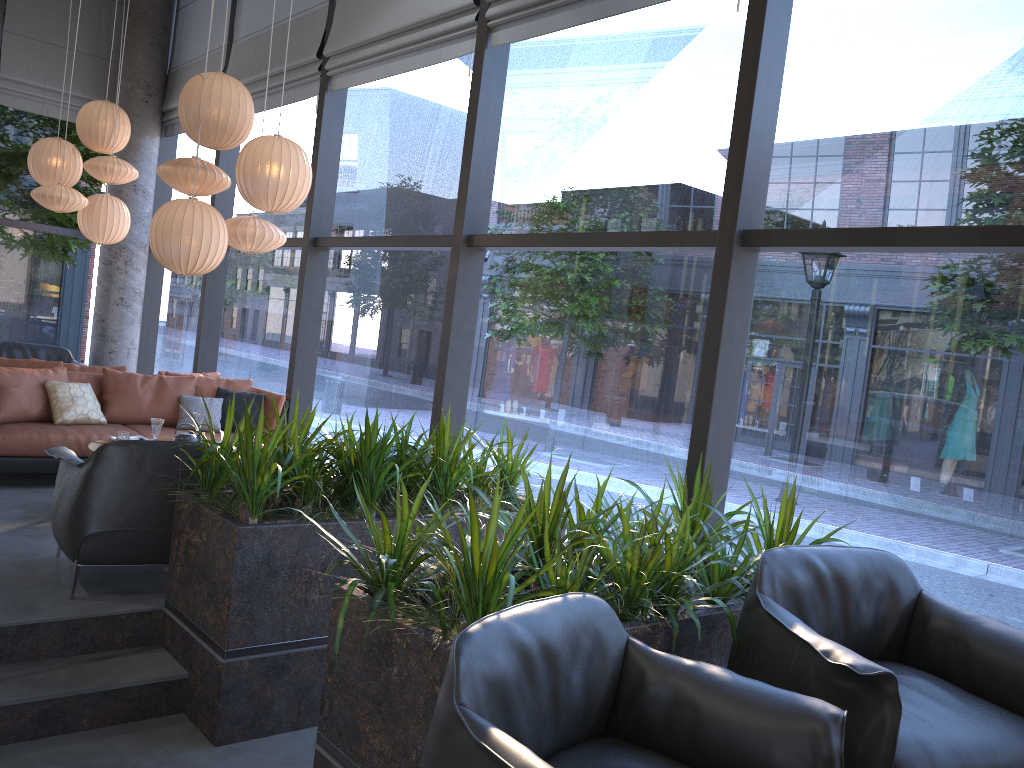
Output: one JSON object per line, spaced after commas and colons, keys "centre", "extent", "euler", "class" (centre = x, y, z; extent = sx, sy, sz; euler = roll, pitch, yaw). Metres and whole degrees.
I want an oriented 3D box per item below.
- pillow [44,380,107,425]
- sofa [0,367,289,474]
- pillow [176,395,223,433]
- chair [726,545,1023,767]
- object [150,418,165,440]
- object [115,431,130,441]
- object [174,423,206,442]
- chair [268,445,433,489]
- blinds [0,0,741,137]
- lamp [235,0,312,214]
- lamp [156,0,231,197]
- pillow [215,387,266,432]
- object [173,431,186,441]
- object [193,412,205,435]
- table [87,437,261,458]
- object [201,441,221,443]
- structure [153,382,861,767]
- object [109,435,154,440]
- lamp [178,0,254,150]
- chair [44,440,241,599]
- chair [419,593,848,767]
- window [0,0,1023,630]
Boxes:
{"centre": [-3.233, 0.137, 6.546], "extent": [0.289, 0.311, 0.393], "euler": [9, 3, 30], "class": "pillow"}
{"centre": [-2.943, 0.312, 6.790], "extent": [2.226, 0.811, 0.864], "euler": [5, 4, -41], "class": "sofa"}
{"centre": [-2.470, 0.235, 7.023], "extent": [0.332, 0.263, 0.203], "euler": [6, 3, -20], "class": "pillow"}
{"centre": [1.216, 0.977, 2.868], "extent": [1.030, 0.743, 0.833], "euler": [6, 3, -26], "class": "chair"}
{"centre": [-2.209, 0.330, 5.497], "extent": [0.082, 0.227, 0.082], "euler": [7, 3, 2], "class": "object"}
{"centre": [-2.509, 0.353, 5.721], "extent": [0.086, 0.086, 0.086], "euler": [5, 4, -36], "class": "object"}
{"centre": [-2.133, 0.347, 5.830], "extent": [0.163, 0.179, 0.168], "euler": [8, 3, 15], "class": "object"}
{"centre": [-0.896, 0.674, 5.289], "extent": [0.833, 0.743, 1.030], "euler": [9, 3, 35], "class": "chair"}
{"centre": [-4.735, -3.693, 5.816], "extent": [17.610, 2.314, 8.760], "euler": [7, 3, 3], "class": "blinds"}
{"centre": [-2.995, -2.691, 2.698], "extent": [0.468, 3.124, 6.999], "euler": [9, 3, 30], "class": "lamp"}
{"centre": [-1.989, -2.375, 5.849], "extent": [0.467, 2.271, 0.467], "euler": [8, 3, 13], "class": "lamp"}
{"centre": [-2.245, 0.221, 7.198], "extent": [0.418, 0.345, 0.242], "euler": [7, 3, 0], "class": "pillow"}
{"centre": [-2.256, 0.369, 6.029], "extent": [0.086, 0.086, 0.086], "euler": [7, 3, -3], "class": "object"}
{"centre": [-2.144, 0.311, 6.043], "extent": [0.082, 0.227, 0.082], "euler": [9, 3, 31], "class": "object"}
{"centre": [-3.506, 0.902, 2.911], "extent": [6.876, 0.968, 10.659], "euler": [5, 4, -40], "class": "table"}
{"centre": [-2.144, 0.407, 6.182], "extent": [0.294, 0.025, 0.170], "euler": [7, 3, -5], "class": "object"}
{"centre": [-6.493, 0.146, 4.213], "extent": [15.715, 1.608, 4.306], "euler": [7, 3, -2], "class": "structure"}
{"centre": [-2.547, 0.371, 5.907], "extent": [0.170, 0.025, 0.294], "euler": [9, 3, 30], "class": "object"}
{"centre": [-1.784, -2.692, 5.658], "extent": [0.465, 2.374, 0.465], "euler": [6, 3, -17], "class": "lamp"}
{"centre": [-1.791, 0.602, 4.518], "extent": [1.030, 0.743, 0.833], "euler": [5, 3, -34], "class": "chair"}
{"centre": [0.265, 0.977, 2.091], "extent": [0.833, 0.743, 1.030], "euler": [9, 3, 35], "class": "chair"}
{"centre": [-5.056, -1.707, 1.554], "extent": [12.900, 5.897, 12.739], "euler": [5, 4, -40], "class": "window"}
